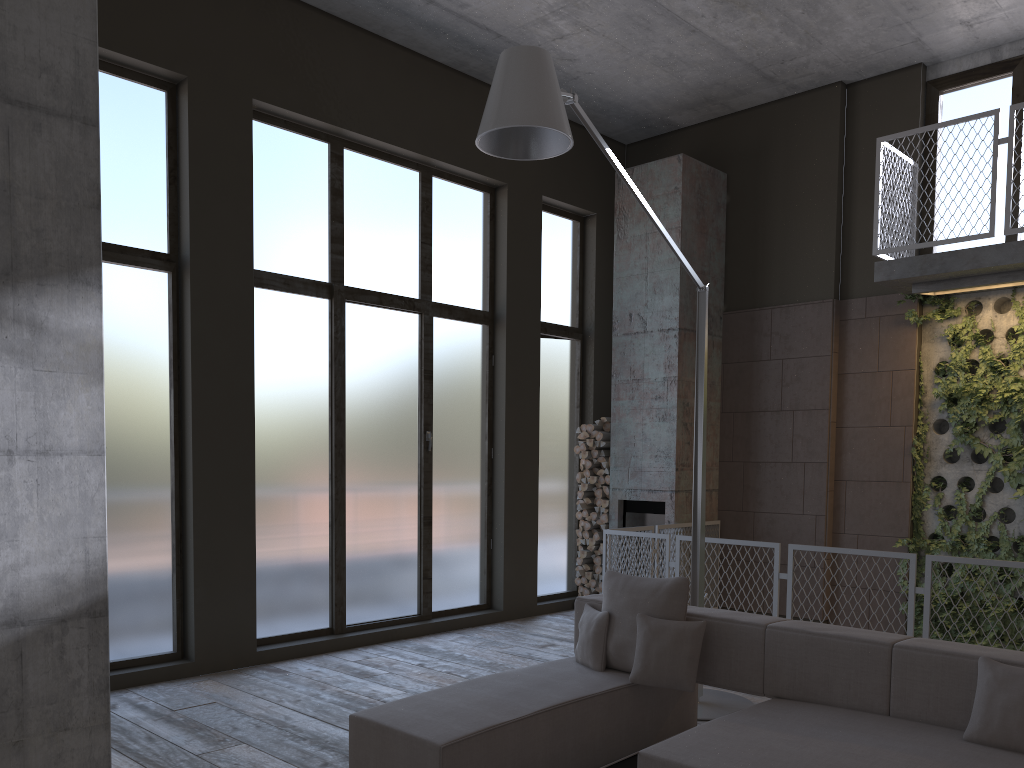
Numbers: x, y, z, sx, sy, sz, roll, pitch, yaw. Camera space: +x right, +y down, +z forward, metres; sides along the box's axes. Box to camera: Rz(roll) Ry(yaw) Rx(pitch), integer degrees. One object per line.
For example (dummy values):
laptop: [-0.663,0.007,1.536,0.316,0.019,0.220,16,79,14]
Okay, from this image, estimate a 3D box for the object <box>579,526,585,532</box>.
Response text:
object: [0.818,1.558,9.465,0.045,0.073,0.251,2,-2,43]

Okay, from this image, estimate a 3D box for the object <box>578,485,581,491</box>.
object: [0.874,1.121,9.479,0.067,0.067,0.423,0,-4,43]

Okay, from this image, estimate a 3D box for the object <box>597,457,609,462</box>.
object: [1.066,0.802,9.315,0.122,0.068,0.364,-2,-5,45]

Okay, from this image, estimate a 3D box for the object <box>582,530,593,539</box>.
object: [0.936,1.623,9.514,0.092,0.094,0.438,0,-4,43]

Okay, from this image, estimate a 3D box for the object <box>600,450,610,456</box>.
object: [1.088,0.737,9.328,0.067,0.071,0.423,0,-4,43]

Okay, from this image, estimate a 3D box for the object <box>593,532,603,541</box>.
object: [1.045,1.617,9.371,0.090,0.090,0.456,0,-4,45]

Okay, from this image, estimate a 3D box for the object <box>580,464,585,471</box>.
object: [0.825,0.897,9.424,0.045,0.073,0.251,2,-2,43]

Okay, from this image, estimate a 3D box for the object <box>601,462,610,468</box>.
object: [1.099,0.867,9.303,0.066,0.085,0.425,1,-3,42]

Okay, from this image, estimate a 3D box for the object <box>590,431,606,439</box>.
object: [0.984,0.542,9.311,0.104,0.084,0.363,-1,-4,43]

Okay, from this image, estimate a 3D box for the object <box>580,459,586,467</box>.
object: [0.871,0.855,9.494,0.293,0.103,0.100,5,-3,-45]

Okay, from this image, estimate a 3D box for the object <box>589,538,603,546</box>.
object: [1.010,1.687,9.434,0.093,0.084,0.480,0,-4,43]

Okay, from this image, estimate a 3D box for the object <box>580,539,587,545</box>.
object: [0.899,1.703,9.545,0.067,0.067,0.423,0,-4,43]

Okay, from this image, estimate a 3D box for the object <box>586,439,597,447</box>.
object: [0.980,0.633,9.367,0.093,0.083,0.480,0,-4,43]

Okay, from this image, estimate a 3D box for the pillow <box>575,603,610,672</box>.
pillow: [0.458,1.448,4.974,0.151,0.378,0.368,0,0,-13]

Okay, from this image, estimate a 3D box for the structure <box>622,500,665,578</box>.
structure: [1.373,1.646,8.922,0.574,0.932,0.056,2,3,44]

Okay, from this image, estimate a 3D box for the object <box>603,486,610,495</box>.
object: [1.101,1.129,9.270,0.088,0.109,0.365,1,-3,43]

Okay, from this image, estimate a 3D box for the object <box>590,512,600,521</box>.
object: [1.011,1.409,9.397,0.090,0.089,0.456,0,-4,42]

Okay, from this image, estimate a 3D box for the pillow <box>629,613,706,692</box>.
pillow: [0.806,1.389,4.538,0.376,0.374,0.168,0,2,17]

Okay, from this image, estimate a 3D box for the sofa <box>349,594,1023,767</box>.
sofa: [0.628,1.499,3.394,2.997,0.787,3.015,-4,-6,44]

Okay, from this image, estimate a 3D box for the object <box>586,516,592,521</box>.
object: [0.927,1.443,9.452,0.089,0.057,0.333,-2,-5,43]

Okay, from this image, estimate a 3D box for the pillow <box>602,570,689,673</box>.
pillow: [0.693,1.307,4.785,0.221,0.559,0.562,-2,1,-44]

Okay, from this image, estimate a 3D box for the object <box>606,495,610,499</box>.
object: [1.132,1.182,9.338,0.101,0.087,0.363,-1,-4,43]

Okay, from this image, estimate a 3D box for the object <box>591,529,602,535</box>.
object: [1.010,1.605,9.478,0.101,0.087,0.363,-1,-4,43]

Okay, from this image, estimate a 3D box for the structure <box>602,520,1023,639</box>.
structure: [3.052,1.696,6.868,4.427,0.936,1.928,-4,-5,44]

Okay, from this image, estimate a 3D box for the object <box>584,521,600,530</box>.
object: [0.901,1.517,9.438,0.098,0.107,0.294,0,-3,45]

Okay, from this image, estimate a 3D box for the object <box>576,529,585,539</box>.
object: [0.841,1.631,9.546,0.088,0.109,0.365,1,-3,43]

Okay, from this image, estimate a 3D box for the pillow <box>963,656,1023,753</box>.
pillow: [2.037,1.307,3.518,0.370,0.360,0.186,0,1,44]

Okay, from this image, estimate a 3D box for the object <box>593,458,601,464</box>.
object: [0.995,0.821,9.390,0.064,0.074,0.360,1,-3,42]

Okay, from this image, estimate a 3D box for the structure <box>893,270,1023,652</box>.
structure: [4.372,0.732,6.981,2.621,3.838,1.003,1,3,44]

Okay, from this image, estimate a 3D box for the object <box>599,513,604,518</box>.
object: [1.082,1.397,9.369,0.067,0.071,0.423,0,-4,43]

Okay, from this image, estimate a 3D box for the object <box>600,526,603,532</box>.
object: [1.076,1.546,9.458,0.104,0.103,0.292,0,-3,43]

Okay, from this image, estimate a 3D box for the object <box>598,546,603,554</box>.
object: [1.098,1.757,9.380,0.090,0.089,0.456,0,-4,43]

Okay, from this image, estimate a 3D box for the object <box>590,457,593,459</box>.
object: [0.934,0.782,9.410,0.089,0.057,0.333,-2,-5,43]

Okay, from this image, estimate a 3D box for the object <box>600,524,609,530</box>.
object: [1.092,1.528,9.345,0.066,0.085,0.425,1,-3,42]

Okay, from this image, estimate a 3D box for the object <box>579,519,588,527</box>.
object: [0.864,1.516,9.535,0.293,0.103,0.100,5,-3,-45]

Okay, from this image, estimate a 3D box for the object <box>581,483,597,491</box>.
object: [0.928,1.107,9.424,0.093,0.084,0.480,0,-4,43]

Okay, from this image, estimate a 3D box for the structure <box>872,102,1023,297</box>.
structure: [4.026,0.049,5.733,3.677,4.333,3.034,1,1,44]

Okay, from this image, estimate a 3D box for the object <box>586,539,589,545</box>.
object: [0.957,1.701,9.489,0.067,0.067,0.423,0,-4,43]

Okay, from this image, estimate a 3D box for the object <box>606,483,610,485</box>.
object: [1.124,1.014,9.259,0.293,0.103,0.100,5,-3,-45]

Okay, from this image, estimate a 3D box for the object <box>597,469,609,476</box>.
object: [1.082,0.951,9.359,0.115,0.080,0.435,-1,-5,43]

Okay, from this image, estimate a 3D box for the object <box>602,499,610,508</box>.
object: [1.133,1.263,9.294,0.093,0.084,0.480,0,-4,43]

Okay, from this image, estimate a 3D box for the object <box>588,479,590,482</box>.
object: [0.993,1.032,9.391,0.115,0.080,0.435,-1,-5,43]
